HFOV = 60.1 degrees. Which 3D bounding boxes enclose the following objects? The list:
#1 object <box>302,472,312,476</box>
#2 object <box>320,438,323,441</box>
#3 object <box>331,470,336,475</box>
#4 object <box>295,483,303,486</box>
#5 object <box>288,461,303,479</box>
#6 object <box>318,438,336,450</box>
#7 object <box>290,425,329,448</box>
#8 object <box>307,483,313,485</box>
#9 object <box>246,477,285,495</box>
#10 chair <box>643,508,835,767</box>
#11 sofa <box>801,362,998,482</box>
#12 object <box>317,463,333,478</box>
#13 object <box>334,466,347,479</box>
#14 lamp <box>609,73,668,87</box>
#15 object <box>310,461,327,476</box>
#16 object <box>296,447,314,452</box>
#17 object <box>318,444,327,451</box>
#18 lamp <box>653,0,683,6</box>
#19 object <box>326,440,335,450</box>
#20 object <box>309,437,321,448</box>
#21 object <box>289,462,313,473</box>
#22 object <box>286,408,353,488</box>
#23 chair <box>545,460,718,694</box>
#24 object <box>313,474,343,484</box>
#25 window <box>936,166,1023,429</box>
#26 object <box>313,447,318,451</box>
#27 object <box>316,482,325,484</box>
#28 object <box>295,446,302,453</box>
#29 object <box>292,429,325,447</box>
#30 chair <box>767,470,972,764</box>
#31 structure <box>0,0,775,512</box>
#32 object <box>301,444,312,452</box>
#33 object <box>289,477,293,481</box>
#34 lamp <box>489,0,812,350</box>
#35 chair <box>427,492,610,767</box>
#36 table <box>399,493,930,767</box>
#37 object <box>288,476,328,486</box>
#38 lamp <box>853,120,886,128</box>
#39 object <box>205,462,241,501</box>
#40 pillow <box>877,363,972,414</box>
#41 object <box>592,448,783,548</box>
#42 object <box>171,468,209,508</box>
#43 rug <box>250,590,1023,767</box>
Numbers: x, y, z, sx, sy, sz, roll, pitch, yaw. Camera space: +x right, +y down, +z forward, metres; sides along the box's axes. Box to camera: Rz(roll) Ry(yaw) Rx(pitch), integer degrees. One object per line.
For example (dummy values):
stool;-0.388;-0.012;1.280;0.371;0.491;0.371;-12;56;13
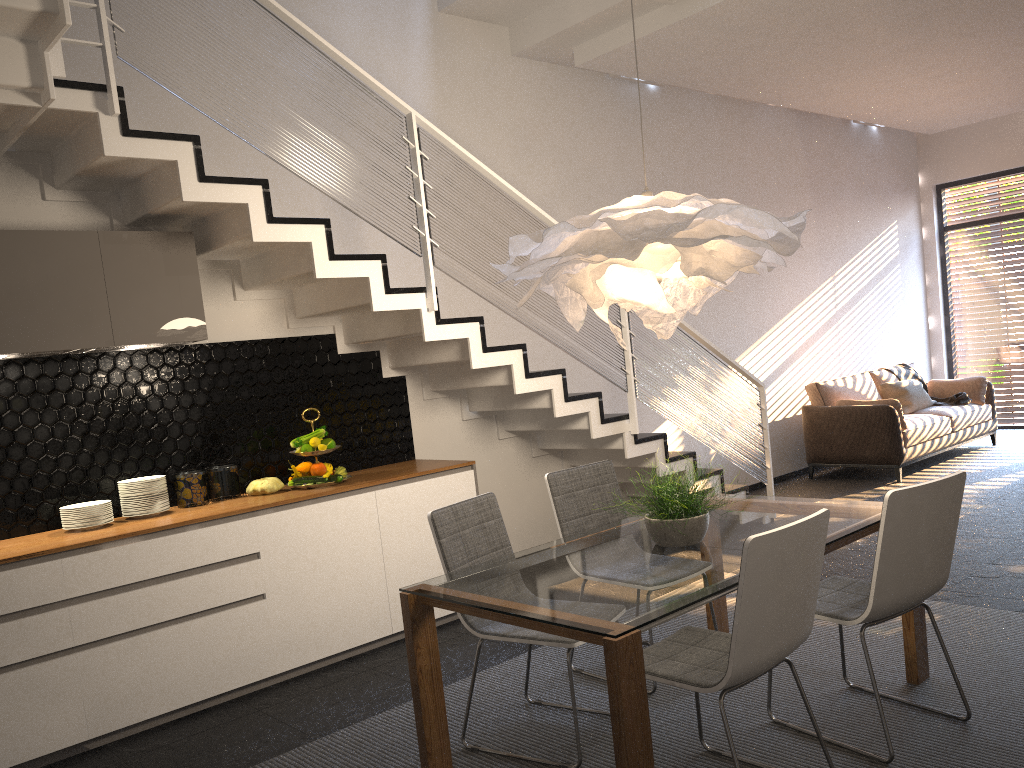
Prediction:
object;-1.121;0.473;4.812;0.089;0.079;0.087;-7;3;-6
object;-1.064;0.323;4.871;0.059;0.069;0.078;-7;3;-13
object;-0.996;0.496;4.854;0.085;0.057;0.088;-6;3;-1
object;-1.125;0.532;4.671;0.042;0.020;0.043;-6;2;10
object;-1.149;0.458;4.717;0.061;0.121;0.125;-7;3;-9
object;-1.009;0.335;4.817;0.101;0.079;0.095;-3;4;44
object;-1.097;0.286;4.797;0.210;0.101;0.067;-7;4;-26
object;-1.073;0.536;4.693;0.041;0.017;0.043;-7;2;-11
object;-1.309;0.539;4.694;0.196;0.084;0.189;-8;3;-32
chair;0.654;0.860;2.755;0.473;0.923;0.602;-10;5;-41
sofa;3.857;0.313;8.769;2.310;0.923;0.994;-8;4;-41
object;-1.002;0.463;4.744;0.079;0.077;0.153;-7;2;-7
object;-0.943;0.487;4.845;0.076;0.073;0.151;-7;2;-4
lamp;1.068;-2.437;6.933;0.642;0.066;0.253;-8;3;-41
object;-1.033;0.456;4.732;0.085;0.093;0.087;-9;4;-37
object;-1.115;0.356;4.780;0.101;0.062;0.075;-5;3;30
object;-1.006;0.338;4.700;0.048;0.041;0.044;-6;3;9
lamp;1.109;-2.385;5.174;0.252;0.066;0.645;-8;3;-42
object;-0.979;0.330;4.748;0.058;0.055;0.060;-7;3;-7
object;-1.053;0.312;4.735;0.070;0.058;0.068;-9;4;-42
object;-1.123;0.448;4.724;0.126;0.056;0.059;-8;4;-40
object;-1.065;0.339;4.787;0.352;0.427;0.350;-3;5;42
chair;0.539;0.833;4.002;0.473;0.923;0.602;-10;5;-39
object;-0.993;0.508;4.735;0.239;0.048;0.061;-5;3;29
window;6.781;-1.058;8.967;0.457;3.041;4.947;-11;5;-41
object;-1.088;0.350;4.838;0.063;0.061;0.066;-8;4;-33
object;-1.014;0.527;4.690;0.043;0.014;0.042;-8;2;-31
object;-1.133;0.357;4.732;0.052;0.050;0.049;-8;4;-23
object;-1.087;0.290;4.740;0.180;0.082;0.056;-7;4;-12
chair;1.261;0.779;3.168;0.473;0.923;0.601;-9;5;-32
structure;-0.811;-2.708;2.689;8.420;8.346;4.237;-9;5;-41
object;-1.093;0.348;4.715;0.065;0.060;0.062;-3;5;45
object;-1.161;0.525;4.796;0.090;0.051;0.068;-6;3;15
lamp;0.249;-2.727;3.005;1.058;5.235;1.117;-9;6;-30
chair;0.079;0.903;3.403;0.602;0.923;0.472;-4;5;34
table;0.644;0.945;3.310;1.791;0.717;0.998;-8;3;-41
object;-1.082;0.509;4.702;0.217;0.045;0.053;-6;3;6
lamp;3.918;-2.833;9.466;0.642;0.066;0.253;-8;3;-41
object;-1.519;0.516;4.669;0.172;0.185;0.171;-5;4;26
pillow;4.092;0.151;9.220;1.016;0.711;0.954;-7;3;-17
object;0.606;0.422;3.261;0.532;0.369;0.664;-4;4;44
object;-1.643;0.534;4.537;0.172;0.185;0.171;-6;4;8
rug;0.699;1.295;3.348;3.669;0.006;2.373;-8;2;-41
